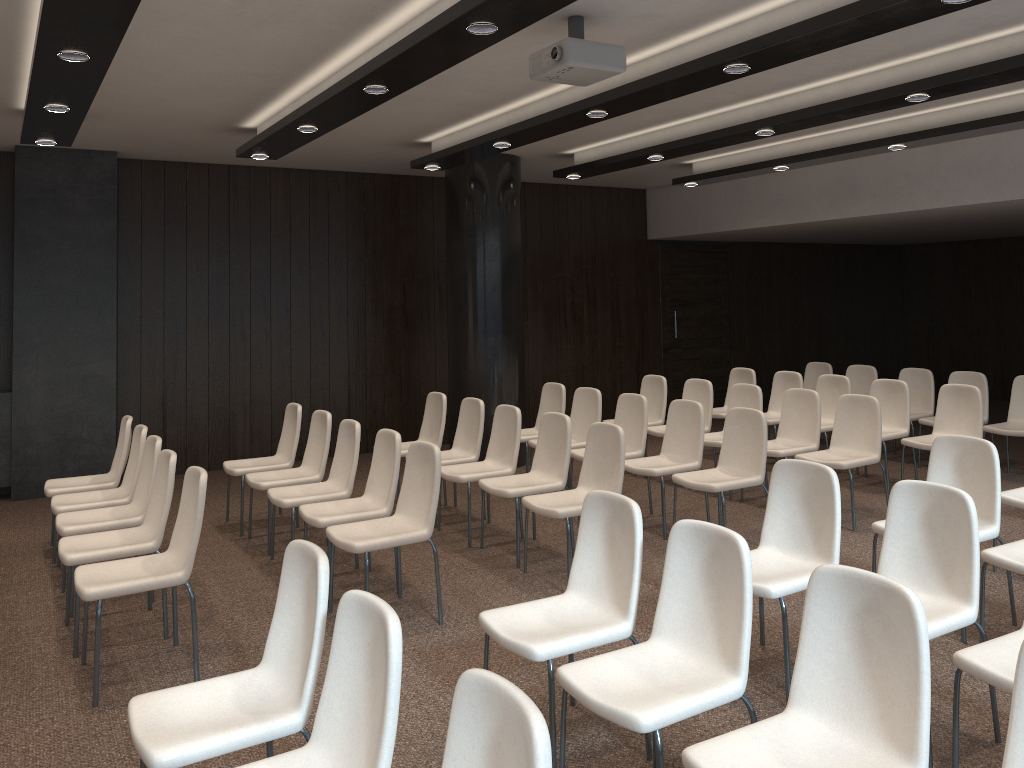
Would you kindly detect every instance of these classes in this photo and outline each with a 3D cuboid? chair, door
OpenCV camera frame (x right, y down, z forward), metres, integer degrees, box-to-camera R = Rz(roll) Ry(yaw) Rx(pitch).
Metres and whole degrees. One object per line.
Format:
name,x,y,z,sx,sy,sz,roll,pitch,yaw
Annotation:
chair,3.171,0.427,7.648,0.558,0.906,0.529,-1,-1,-32
chair,0.386,0.711,5.291,0.558,0.906,0.529,-1,-1,-28
chair,1.548,0.422,8.050,0.558,0.906,0.529,-1,-1,-30
chair,0.474,0.946,2.822,0.558,0.906,0.529,-1,-1,-31
chair,-0.841,0.540,7.341,0.558,0.906,0.529,-1,-1,-28
chair,0.780,0.992,2.281,0.558,0.906,0.529,-1,-1,-31
chair,2.584,0.339,8.689,0.558,0.906,0.529,-1,-1,-29
chair,3.274,0.221,9.770,0.558,0.906,0.529,-1,-1,-29
chair,-0.223,1.077,1.615,0.558,0.906,0.529,-1,-1,-28
chair,3.560,0.265,9.246,0.558,0.906,0.529,-1,-1,-32
chair,-1.275,0.708,5.682,0.558,0.906,0.529,-1,-1,-28
chair,0.468,0.501,7.463,0.558,0.906,0.529,-1,-1,-32
chair,1.109,0.589,6.408,0.558,0.906,0.529,-1,-1,-30
door,2.620,-0.774,12.436,1.401,2.421,0.267,-1,-3,-30
chair,3.901,0.308,8.728,0.558,0.906,0.529,-1,-1,-31
chair,3.183,0.668,5.138,0.558,0.906,0.529,-1,-1,-31
chair,4.501,0.392,7.724,0.558,0.906,0.529,-1,-1,-32
chair,-0.565,1.034,2.137,0.558,0.906,0.529,-1,-1,-32
chair,0.192,0.458,7.970,0.558,0.906,0.529,-1,-1,-29
chair,3.516,0.470,7.122,0.558,0.906,0.529,-1,-1,-29
chair,-1.908,0.621,6.727,0.558,0.906,0.529,-1,-1,-29
chair,-0.675,0.791,4.686,0.558,0.906,0.529,-1,-1,-31
chair,-0.228,0.625,6.317,0.558,0.906,0.529,-1,-1,-29
chair,-1.709,0.874,4.051,0.558,0.906,0.529,-1,-1,-30
chair,0.101,0.665,5.835,0.558,0.906,0.529,-1,-1,-28
chair,2.263,0.296,9.209,0.558,0.906,0.529,-1,-1,-28
chair,-1.576,0.663,6.218,0.558,0.906,0.529,-1,-1,-30
chair,2.874,0.381,8.192,0.558,0.906,0.529,-1,-1,-32
chair,1.113,1.034,1.771,0.558,0.906,0.529,-1,-1,-32
chair,1.409,0.634,5.874,0.558,0.906,0.529,-1,-1,-28
chair,4.178,0.348,8.249,0.558,0.906,0.529,-1,-1,-32
chair,2.173,0.507,7.025,0.558,0.906,0.529,-1,-1,-29
chair,-0.950,0.749,5.191,0.558,0.906,0.529,-1,-1,-28
chair,2.499,0.791,4.002,0.558,0.906,0.529,-1,-1,-30
chair,-2.961,0.700,6.135,0.558,0.906,0.529,-1,-1,-28
chair,0.198,0.903,3.329,0.558,0.906,0.529,-1,-1,-29
chair,0.776,0.547,6.919,0.558,0.906,0.529,-1,-1,-29
chair,1.500,0.870,3.395,0.558,0.906,0.529,-1,-1,-30
chair,1.848,0.467,7.516,0.558,0.906,0.529,-1,-1,-29
chair,-2.349,0.785,5.117,0.558,0.906,0.529,-1,-1,-31
chair,-0.853,0.989,2.665,0.558,0.906,0.529,-1,-1,-31
chair,1.799,0.915,2.862,0.558,0.906,0.529,-1,-1,-29
chair,-2.641,0.743,5.618,0.558,0.906,0.529,-1,-1,-30
chair,-0.510,0.581,6.841,0.558,0.906,0.529,-1,-1,-29
chair,2.211,0.746,4.528,0.558,0.906,0.529,-1,-1,-29
chair,1.216,0.380,8.560,0.558,0.906,0.529,-1,-1,-29
chair,-2.052,0.831,4.572,0.558,0.906,0.529,-1,-1,-31
chair,2.448,0.550,6.520,0.558,0.906,0.529,-1,-1,-32
chair,1.165,0.828,3.910,0.558,0.906,0.529,-1,-1,-32

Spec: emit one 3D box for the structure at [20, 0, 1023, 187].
structure,-1.509,-1.644,3.223,13.169,0.231,8.065,-4,6,-30

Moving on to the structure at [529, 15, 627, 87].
structure,0.330,-1.775,4.613,0.409,0.315,0.382,-2,2,-31
